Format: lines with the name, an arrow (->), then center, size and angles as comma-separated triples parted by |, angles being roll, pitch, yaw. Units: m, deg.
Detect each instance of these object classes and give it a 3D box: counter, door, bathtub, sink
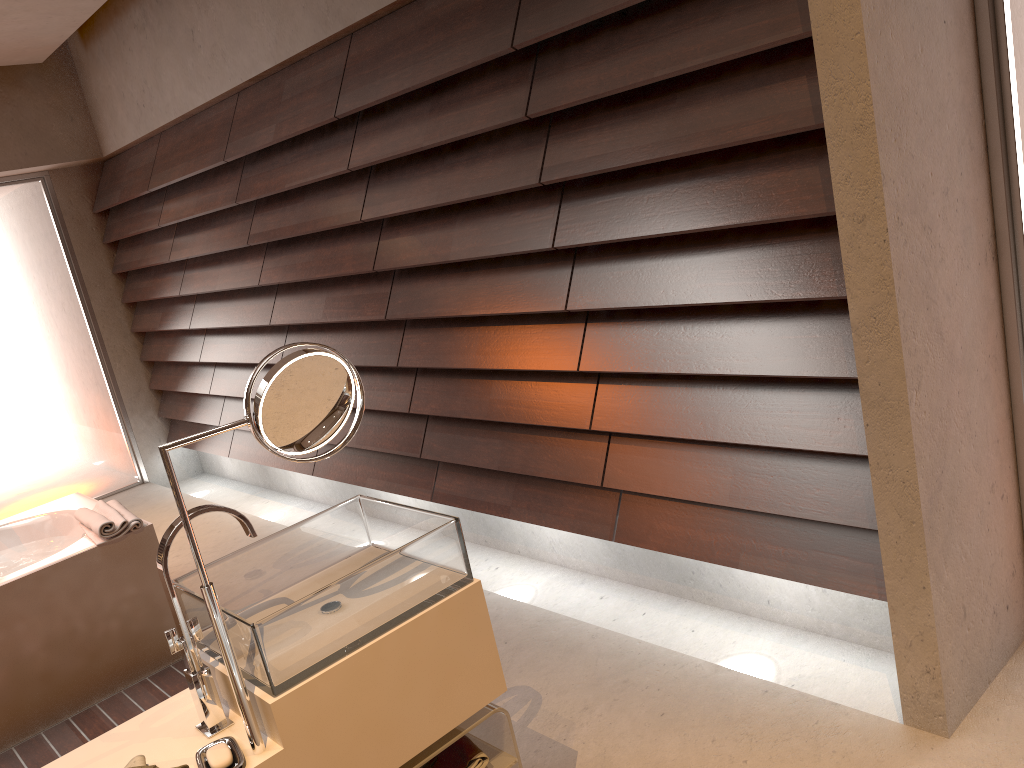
counter -> -1.161, 1.122, 0.905 | 2.931, 0.686, 0.350 | -23, 16, -38
door -> -2.945, -0.169, 5.223 | 1.007, 2.000, 0.090 | -23, 16, -38
bathtub -> -2.259, 0.883, 2.828 | 2.000, 0.761, 0.994 | -23, 16, -38
sink -> -0.374, 0.330, 1.559 | 0.486, 0.357, 0.340 | -23, 16, -38

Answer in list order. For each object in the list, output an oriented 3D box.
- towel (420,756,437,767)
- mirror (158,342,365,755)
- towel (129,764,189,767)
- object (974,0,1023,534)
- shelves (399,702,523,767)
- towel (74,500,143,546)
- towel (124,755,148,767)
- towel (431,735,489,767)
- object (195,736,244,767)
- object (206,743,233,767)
towel -> -0.256, 0.740, 1.669 | 0.192, 0.062, 0.192 | -6, 14, 29
mirror -> -0.323, 0.241, 1.367 | 0.316, 0.589, 0.074 | -22, 16, -36
towel -> -0.739, 0.649, 1.209 | 0.571, 0.057, 0.258 | -12, 13, 2
object -> 1.465, -0.330, 1.669 | 0.090, 2.000, 1.007 | -23, 16, -38
shelves -> -0.245, 0.871, 1.678 | 0.487, 0.436, 0.368 | -23, 16, -38
towel -> -1.419, 0.468, 3.106 | 0.159, 0.068, 0.396 | -21, 15, -32
towel -> -0.712, 0.652, 1.237 | 0.394, 0.027, 0.202 | -17, 13, -19
towel -> -0.152, 0.726, 1.682 | 0.180, 0.040, 0.196 | -19, 14, -25
object -> -0.445, 0.574, 1.354 | 0.065, 0.011, 0.108 | -19, 14, -25
object -> -0.446, 0.568, 1.353 | 0.035, 0.016, 0.066 | -19, 14, -27
